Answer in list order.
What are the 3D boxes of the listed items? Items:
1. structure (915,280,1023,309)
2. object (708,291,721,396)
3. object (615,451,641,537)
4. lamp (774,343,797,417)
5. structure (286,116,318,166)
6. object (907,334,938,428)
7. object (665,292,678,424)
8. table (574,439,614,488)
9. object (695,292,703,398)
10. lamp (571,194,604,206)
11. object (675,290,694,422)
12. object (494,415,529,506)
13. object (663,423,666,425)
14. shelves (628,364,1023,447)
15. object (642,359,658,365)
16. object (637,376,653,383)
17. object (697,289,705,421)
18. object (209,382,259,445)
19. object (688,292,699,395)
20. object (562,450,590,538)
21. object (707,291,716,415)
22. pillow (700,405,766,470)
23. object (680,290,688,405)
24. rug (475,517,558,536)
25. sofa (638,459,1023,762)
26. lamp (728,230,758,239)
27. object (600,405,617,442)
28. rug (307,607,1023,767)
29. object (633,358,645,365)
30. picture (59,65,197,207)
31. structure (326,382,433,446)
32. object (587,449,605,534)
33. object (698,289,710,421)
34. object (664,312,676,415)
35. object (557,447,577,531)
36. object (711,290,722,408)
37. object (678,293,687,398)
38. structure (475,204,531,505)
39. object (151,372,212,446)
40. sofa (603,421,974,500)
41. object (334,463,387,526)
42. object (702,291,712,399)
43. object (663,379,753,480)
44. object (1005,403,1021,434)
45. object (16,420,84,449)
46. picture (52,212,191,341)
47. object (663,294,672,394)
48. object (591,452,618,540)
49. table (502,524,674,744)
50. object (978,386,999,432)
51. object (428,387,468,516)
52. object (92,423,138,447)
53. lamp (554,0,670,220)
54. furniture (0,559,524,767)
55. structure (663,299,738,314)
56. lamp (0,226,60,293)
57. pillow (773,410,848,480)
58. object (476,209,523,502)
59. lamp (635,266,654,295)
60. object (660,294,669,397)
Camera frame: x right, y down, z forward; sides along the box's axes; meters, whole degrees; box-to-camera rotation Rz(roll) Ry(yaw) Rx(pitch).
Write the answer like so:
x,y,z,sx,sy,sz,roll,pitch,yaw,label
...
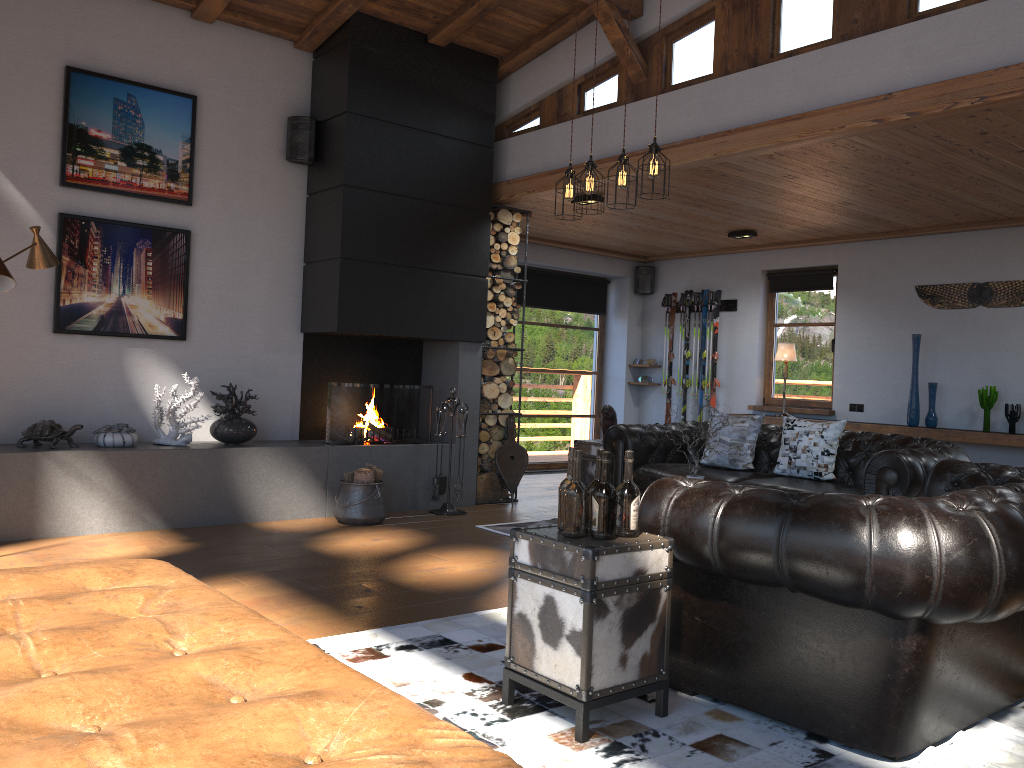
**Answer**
x,y,z,sx,sy,sz,roll,pitch,yaw,label
4.252,-0.811,8.070,0.099,0.240,1.234,3,0,-39,structure
2.321,-0.441,10.190,0.120,1.250,0.059,2,0,12,object
0.391,0.369,2.997,0.086,0.286,0.088,2,0,28,object
3.063,0.308,9.597,0.639,1.481,0.243,3,0,-36,lamp
-1.658,-1.926,7.006,0.216,0.349,0.211,3,0,-39,structure
3.827,-0.028,8.238,0.273,0.862,0.112,2,0,6,object
1.951,-0.306,10.720,0.116,1.606,0.094,3,0,-39,object
0.790,0.789,7.513,0.410,0.609,0.413,3,0,-39,table
2.153,-0.450,10.377,0.120,1.250,0.059,2,0,33,object
0.647,-1.582,7.594,0.157,0.068,0.258,2,1,-39,lamp
2.044,-0.317,10.533,0.257,1.622,0.102,3,0,-43,object
-0.011,0.668,7.813,0.261,0.795,0.270,2,0,34,object
1.803,0.610,10.662,0.254,0.270,0.115,2,0,-34,object
3.592,0.361,8.684,0.619,0.988,6.566,3,0,-39,shelves
1.727,-0.275,11.044,0.192,0.084,0.158,2,0,-40,object
1.656,-0.059,11.117,0.188,0.084,0.351,2,0,-3,object
2.230,-0.308,10.485,0.112,1.622,0.072,3,0,-40,object
-2.041,0.216,6.506,0.343,0.455,0.332,2,0,-14,object
2.093,-0.452,10.346,0.120,1.250,0.059,2,0,7,object
0.215,0.362,2.942,0.088,0.286,0.086,3,0,-27,object
2.316,-0.272,10.289,0.116,1.606,0.094,3,0,-39,object
1.705,0.408,6.870,0.286,0.469,0.522,3,0,-36,pillow
2.067,-0.317,10.636,0.112,1.622,0.072,3,0,-40,object
1.905,1.131,5.755,2.460,0.053,3.997,2,1,-39,rug
1.779,0.752,3.591,2.596,0.838,1.225,2,0,-40,sofa
2.339,-1.521,8.990,0.157,0.068,0.258,2,1,-39,lamp
0.817,0.334,7.491,0.149,0.319,0.248,2,0,2,object
0.148,1.081,2.901,3.852,0.053,2.404,2,1,-39,rug
1.615,-0.281,11.181,0.161,0.084,0.187,2,0,-40,object
-2.691,-1.731,6.265,0.889,0.816,0.035,2,0,-39,picture
-1.016,0.260,7.204,0.994,0.514,0.181,2,0,-39,structure
0.298,0.365,3.031,0.087,0.286,0.088,2,0,29,object
2.268,-0.306,10.420,0.112,1.622,0.072,3,0,-40,object
1.899,-0.295,10.802,0.116,1.606,0.094,3,0,-39,object
0.205,0.361,3.058,0.088,0.286,0.086,3,0,-29,object
2.369,-0.284,10.207,0.116,1.606,0.094,3,0,-39,object
2.007,-0.458,10.557,0.120,1.250,0.059,2,0,33,object
-0.237,-0.264,7.996,0.507,2.617,0.506,3,0,-39,structure
-2.339,0.179,6.176,0.424,0.532,0.261,2,0,19,object
1.954,0.733,6.467,1.254,0.838,2.536,2,0,-40,sofa
-1.112,0.813,6.547,0.386,0.431,0.382,2,0,-13,object
2.215,-0.445,10.175,0.120,1.250,0.059,2,0,17,object
1.042,0.365,4.933,0.410,0.808,0.614,3,0,-28,object
4.368,0.303,7.739,0.128,0.260,0.124,2,0,21,object
-2.983,0.324,5.741,0.405,0.183,0.227,3,0,4,object
-2.734,-0.737,6.259,0.889,0.816,0.035,2,0,-39,picture
1.861,-0.466,10.736,0.120,1.250,0.059,2,0,33,object
0.307,0.366,2.933,0.087,0.286,0.088,2,0,1,object
0.257,0.807,3.003,0.410,0.609,0.413,3,0,-39,table
4.212,0.221,7.855,0.157,0.410,0.147,2,0,19,object
-0.495,0.536,7.162,0.307,1.018,0.308,2,0,6,object
-2.687,0.346,6.010,0.284,0.160,0.256,2,0,-37,object
0.599,-2.121,5.280,0.793,2.202,0.264,2,0,42,lamp
-0.980,0.846,2.223,1.189,0.437,2.728,2,1,-39,furniture
2.155,-0.927,10.501,0.322,0.135,1.038,2,1,-39,structure
-2.840,0.015,4.728,0.531,1.899,1.313,3,0,-18,lamp
2.129,0.431,6.349,0.286,0.469,0.522,3,0,-36,pillow
-0.248,-0.258,7.999,0.499,2.612,0.461,3,0,-40,object
1.671,-1.304,11.168,0.216,0.349,0.211,3,0,-39,lamp
1.826,-0.467,10.661,0.058,1.250,0.122,2,0,33,object
